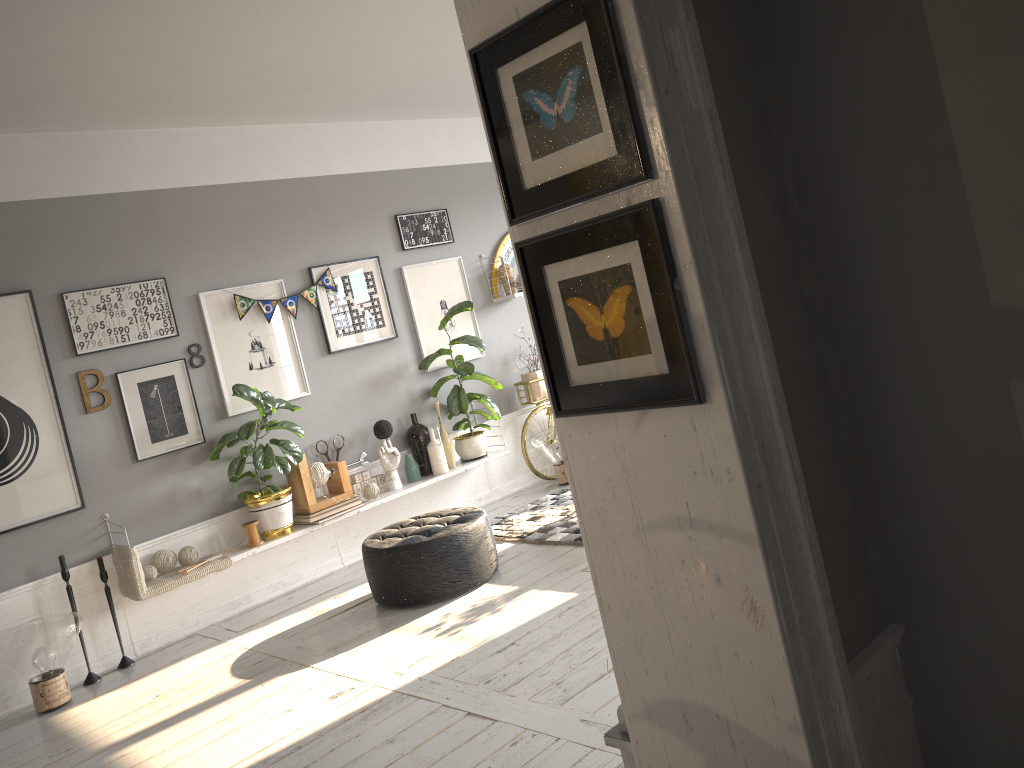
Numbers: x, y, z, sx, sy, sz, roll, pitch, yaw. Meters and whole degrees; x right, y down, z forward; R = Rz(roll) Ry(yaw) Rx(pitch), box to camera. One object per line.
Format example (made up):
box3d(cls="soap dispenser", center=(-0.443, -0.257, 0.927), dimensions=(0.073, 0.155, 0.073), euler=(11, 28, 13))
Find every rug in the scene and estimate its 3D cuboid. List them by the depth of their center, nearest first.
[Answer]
box3d(cls="rug", center=(1.069, 0.701, 5.563), dimensions=(1.786, 0.034, 2.511), euler=(-18, 6, -42))

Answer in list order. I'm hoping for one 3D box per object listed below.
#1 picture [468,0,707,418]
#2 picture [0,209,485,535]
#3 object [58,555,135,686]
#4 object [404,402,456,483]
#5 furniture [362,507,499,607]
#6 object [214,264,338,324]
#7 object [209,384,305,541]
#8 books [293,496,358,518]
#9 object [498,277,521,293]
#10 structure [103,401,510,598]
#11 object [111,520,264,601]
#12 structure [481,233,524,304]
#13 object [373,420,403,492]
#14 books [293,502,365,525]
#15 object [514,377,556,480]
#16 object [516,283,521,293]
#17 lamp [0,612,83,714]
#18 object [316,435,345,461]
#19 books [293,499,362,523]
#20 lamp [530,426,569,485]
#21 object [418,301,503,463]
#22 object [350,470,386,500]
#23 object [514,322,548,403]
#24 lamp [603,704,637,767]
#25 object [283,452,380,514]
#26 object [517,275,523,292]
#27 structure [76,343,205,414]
box3d(cls="picture", center=(-0.566, -0.094, 0.985), dimensions=(1.963, 0.751, 0.356), euler=(-17, 4, -42))
box3d(cls="picture", center=(-1.621, -0.088, 2.989), dimensions=(7.361, 1.791, 4.014), euler=(-18, 6, -42))
box3d(cls="object", center=(-2.243, 1.216, 4.746), dimensions=(0.091, 0.700, 0.282), euler=(-13, 2, 40))
box3d(cls="object", center=(-0.613, 0.405, 6.256), dimensions=(0.331, 0.487, 0.287), euler=(-13, 2, 8))
box3d(cls="furniture", center=(-0.457, 0.950, 4.950), dimensions=(0.730, 0.356, 0.742), euler=(-11, 5, 35))
box3d(cls="object", center=(-1.515, -0.578, 5.847), dimensions=(0.922, 0.339, 0.057), euler=(-18, 4, -43))
box3d(cls="object", center=(-1.508, 0.452, 5.372), dimensions=(0.542, 0.962, 0.515), euler=(-12, 2, 33))
box3d(cls="books", center=(-1.200, 0.789, 5.668), dimensions=(0.227, 0.017, 0.383), euler=(-9, 7, 45))
box3d(cls="object", center=(0.000, -0.790, 6.981), dimensions=(0.197, 0.165, 0.060), euler=(-14, 2, -9))
box3d(cls="structure", center=(-1.147, 0.633, 5.778), dimensions=(2.801, 0.485, 0.306), euler=(-18, 4, -42))
box3d(cls="object", center=(-1.830, 0.953, 5.077), dimensions=(0.792, 0.306, 0.327), euler=(-17, 5, -41))
box3d(cls="structure", center=(0.619, -1.011, 7.674), dimensions=(2.041, 0.953, 0.265), euler=(-17, 3, -42))
box3d(cls="object", center=(-0.847, 0.483, 6.054), dimensions=(0.156, 0.482, 0.135), euler=(-15, 2, -42))
box3d(cls="books", center=(-1.175, 0.830, 5.675), dimensions=(0.294, 0.021, 0.371), euler=(-9, 6, 42))
box3d(cls="object", center=(0.637, 0.164, 7.374), dimensions=(0.423, 0.968, 1.641), euler=(-12, 4, 39))
box3d(cls="object", center=(0.070, -0.783, 7.165), dimensions=(0.062, 0.081, 0.063), euler=(-12, 3, 24))
box3d(cls="lamp", center=(-2.344, 1.404, 4.429), dimensions=(0.435, 0.437, 0.431), euler=(-15, 3, -20))
box3d(cls="object", center=(-1.170, 0.583, 5.923), dimensions=(0.223, 0.463, 0.019), euler=(-15, 2, -42))
box3d(cls="books", center=(-1.186, 0.809, 5.663), dimensions=(0.387, 0.029, 0.258), euler=(-18, 6, -41))
box3d(cls="lamp", center=(0.383, 0.545, 6.800), dimensions=(0.434, 0.437, 0.432), euler=(-14, 3, -11))
box3d(cls="object", center=(-0.367, -0.016, 6.510), dimensions=(0.567, 1.148, 0.416), euler=(-14, 1, -3))
box3d(cls="object", center=(-0.985, 0.677, 6.020), dimensions=(0.267, 0.173, 0.078), euler=(-16, 3, -36))
box3d(cls="object", center=(0.253, -0.210, 7.077), dimensions=(0.491, 0.640, 0.252), euler=(-15, 2, -24))
box3d(cls="lamp", center=(0.442, 0.909, 2.199), dimensions=(0.289, 0.477, 0.285), euler=(-15, 3, -43))
box3d(cls="object", center=(-1.147, 0.607, 5.743), dimensions=(0.550, 0.439, 0.237), euler=(-17, 3, -42))
box3d(cls="object", center=(0.098, -0.812, 7.091), dimensions=(0.085, 0.139, 0.086), euler=(-12, 3, 41))
box3d(cls="structure", center=(-2.156, -0.045, 5.213), dimensions=(0.746, 0.262, 0.024), euler=(-17, 3, -42))
